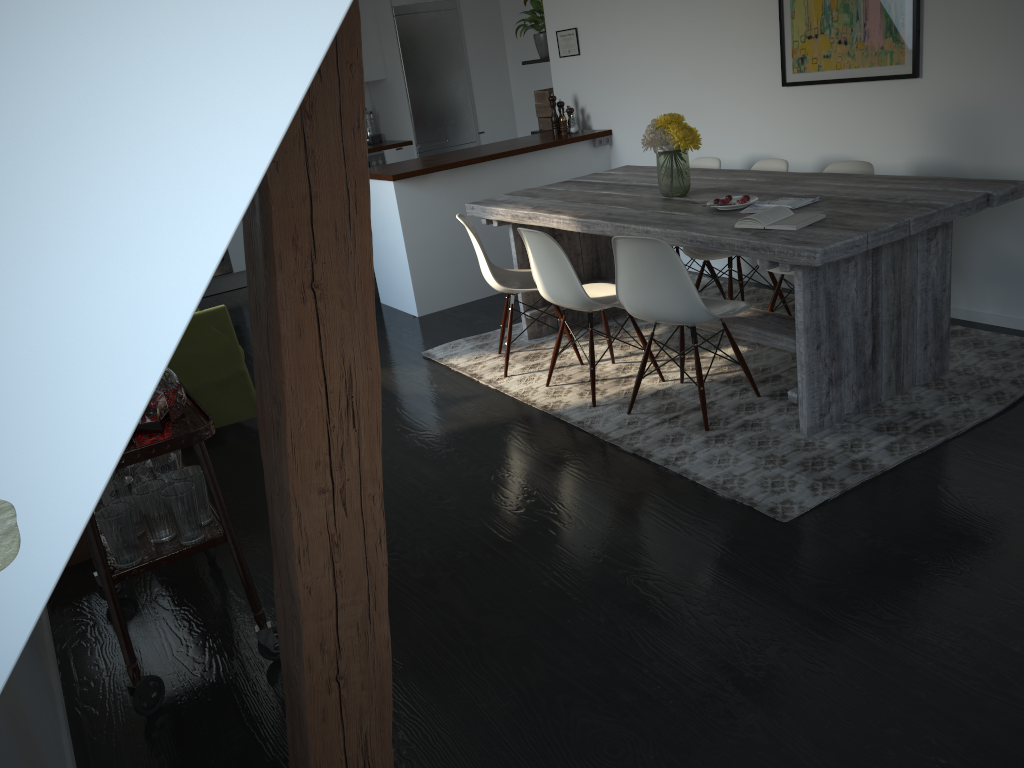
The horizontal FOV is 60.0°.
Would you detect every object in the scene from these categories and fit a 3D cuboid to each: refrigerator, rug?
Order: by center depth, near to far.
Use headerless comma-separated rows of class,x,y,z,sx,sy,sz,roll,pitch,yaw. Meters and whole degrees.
rug,0.962,-0.150,4.305,1.898,0.022,2.677,-19,23,-26
refrigerator,-0.624,-2.406,7.939,0.609,1.868,0.031,-19,23,-26

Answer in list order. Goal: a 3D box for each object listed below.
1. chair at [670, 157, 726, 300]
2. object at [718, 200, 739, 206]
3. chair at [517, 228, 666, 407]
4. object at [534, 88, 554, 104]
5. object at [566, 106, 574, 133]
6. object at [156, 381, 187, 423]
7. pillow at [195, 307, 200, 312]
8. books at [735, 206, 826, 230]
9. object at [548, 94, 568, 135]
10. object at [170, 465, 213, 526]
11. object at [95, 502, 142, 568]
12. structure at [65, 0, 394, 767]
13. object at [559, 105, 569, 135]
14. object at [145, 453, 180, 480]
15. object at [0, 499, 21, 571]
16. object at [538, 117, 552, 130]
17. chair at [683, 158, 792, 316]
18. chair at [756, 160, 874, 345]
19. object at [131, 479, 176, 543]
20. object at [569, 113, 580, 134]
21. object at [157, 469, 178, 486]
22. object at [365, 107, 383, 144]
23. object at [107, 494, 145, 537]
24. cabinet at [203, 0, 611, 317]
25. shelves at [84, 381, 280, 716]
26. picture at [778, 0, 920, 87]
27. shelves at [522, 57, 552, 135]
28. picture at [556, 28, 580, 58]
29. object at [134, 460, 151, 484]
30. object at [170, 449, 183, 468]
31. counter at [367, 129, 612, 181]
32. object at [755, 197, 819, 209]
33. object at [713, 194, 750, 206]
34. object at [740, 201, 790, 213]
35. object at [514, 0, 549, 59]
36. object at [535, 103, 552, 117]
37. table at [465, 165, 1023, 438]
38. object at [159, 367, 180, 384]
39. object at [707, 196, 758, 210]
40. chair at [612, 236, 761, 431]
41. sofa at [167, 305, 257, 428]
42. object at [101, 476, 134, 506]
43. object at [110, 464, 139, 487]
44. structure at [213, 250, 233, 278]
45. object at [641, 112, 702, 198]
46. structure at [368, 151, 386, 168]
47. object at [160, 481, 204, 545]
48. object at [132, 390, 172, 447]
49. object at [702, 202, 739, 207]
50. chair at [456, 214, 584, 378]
chair,0.936,-0.829,5.008,0.542,0.801,0.465,-19,22,-26
object,0.888,-0.736,3.616,0.110,0.011,0.058,-18,22,-23
chair,0.346,-0.357,3.978,0.542,0.801,0.465,-19,22,-26
object,0.380,-2.258,6.891,0.329,0.101,0.287,-15,21,-17
object,0.420,-1.886,6.315,0.058,0.184,0.058,-21,23,-30
object,-0.982,0.063,2.355,0.245,0.092,0.151,-8,20,1
pillow,-1.722,-0.322,4.138,0.600,0.387,0.475,-20,23,-29
books,0.970,-0.605,3.215,0.202,0.042,0.251,-25,26,-37
object,0.327,-1.925,6.315,0.123,0.283,0.061,-19,23,-26
object,-0.876,0.312,2.445,0.087,0.155,0.087,5,24,32
object,-1.005,0.392,2.282,0.087,0.155,0.087,5,24,32
structure,-0.681,0.101,1.515,1.023,1.963,12.350,-19,23,-26
object,0.367,-1.861,6.257,0.058,0.192,0.080,11,28,42
object,-1.032,0.278,2.651,0.095,0.119,0.095,0,22,22
object,-0.302,0.252,0.323,0.309,0.461,0.131,-12,20,-9
object,0.411,-2.068,6.950,0.329,0.101,0.287,-15,21,-17
chair,1.179,-0.721,4.616,0.542,0.801,0.465,-17,22,-21
chair,1.445,-0.596,4.168,0.542,0.801,0.465,-21,23,-30
object,-0.957,0.345,2.389,0.087,0.155,0.087,5,24,32
object,0.435,-1.839,6.254,0.069,0.135,0.069,6,25,34
object,-0.970,0.311,2.568,0.092,0.099,0.092,7,25,37
object,-1.369,-2.388,8.141,0.206,0.370,0.353,-2,21,17
object,-1.058,0.370,2.444,0.092,0.099,0.092,7,25,37
cabinet,-1.210,-1.992,6.782,4.208,2.369,3.033,-19,23,-26
shelves,-1.055,0.408,2.590,0.438,0.732,0.803,-21,23,-30
picture,1.577,-2.051,4.220,0.036,1.181,0.808,-19,23,-26
shelves,0.496,-2.278,6.905,0.660,0.553,0.408,-19,23,-26
picture,0.397,-2.405,6.256,0.023,0.182,0.250,-19,23,-26
object,-1.162,0.249,2.784,0.095,0.119,0.095,0,22,22
object,-1.059,0.259,2.744,0.092,0.099,0.092,7,25,37
counter,-1.522,-1.599,6.666,3.365,0.038,3.085,-19,23,-26
object,1.091,-0.720,3.511,0.182,0.016,0.179,-22,24,-31
object,0.906,-0.755,3.637,0.144,0.034,0.132,4,24,31
object,1.012,-0.699,3.487,0.185,0.014,0.182,5,24,33
object,0.264,-2.743,6.745,0.493,0.486,0.506,-12,20,-8
object,0.397,-2.160,6.916,0.287,0.101,0.329,-21,24,-31
table,0.886,-0.508,4.182,1.141,0.788,2.421,-19,23,-26
object,-1.007,-0.078,2.460,0.114,0.292,0.114,4,24,31
object,0.902,-0.737,3.626,0.205,0.024,0.205,-23,24,-34
chair,0.689,-0.266,3.588,0.465,0.801,0.542,12,28,44
sofa,-2.174,-0.286,4.796,0.898,0.825,2.093,-20,23,-27
object,-1.115,0.336,2.529,0.095,0.119,0.095,0,22,22
object,-1.158,0.302,2.638,0.095,0.119,0.095,0,22,22
structure,-2.766,-1.242,7.345,0.583,0.725,0.749,-19,23,-26
object,0.723,-1.033,3.997,0.293,0.365,0.233,4,23,30
structure,-1.458,-1.666,7.939,0.612,0.725,0.582,-19,23,-26
object,-0.866,0.345,2.352,0.087,0.155,0.087,5,24,32
object,-0.915,0.048,2.203,0.087,0.206,0.087,-10,20,-3
object,0.857,-0.730,3.593,0.194,0.022,0.019,-13,21,-12
chair,0.051,-0.489,4.457,0.542,0.801,0.465,-9,20,-2
